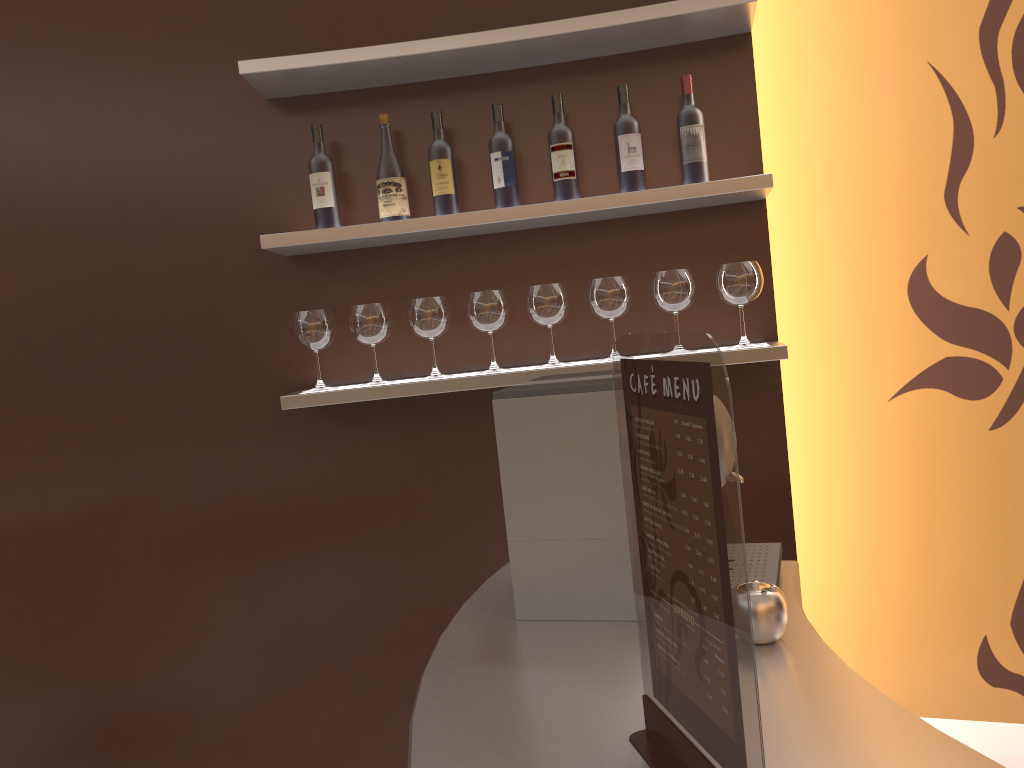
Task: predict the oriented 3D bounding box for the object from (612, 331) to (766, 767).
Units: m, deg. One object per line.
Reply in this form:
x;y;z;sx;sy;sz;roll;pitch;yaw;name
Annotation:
0.148;0.161;0.784;0.052;0.414;0.258;-7;4;-12;object

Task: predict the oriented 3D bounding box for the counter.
1.179;0.834;0.483;2.917;1.100;1.586;-5;4;19;counter

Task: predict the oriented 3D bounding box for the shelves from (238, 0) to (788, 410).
1.571;-0.581;1.749;4.744;0.902;0.586;-5;4;21;shelves

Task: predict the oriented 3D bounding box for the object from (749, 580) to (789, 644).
0.315;0.289;1.135;0.075;0.077;0.075;-4;5;33;object

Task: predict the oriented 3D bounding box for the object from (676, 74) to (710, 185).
0.469;-0.654;2.314;0.073;0.297;0.073;-7;4;-16;object

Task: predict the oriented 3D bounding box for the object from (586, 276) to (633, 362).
0.268;-0.175;2.387;0.125;0.221;0.125;-6;4;-1;object

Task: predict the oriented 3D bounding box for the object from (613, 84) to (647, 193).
0.307;-0.639;2.343;0.073;0.297;0.073;-8;4;-29;object

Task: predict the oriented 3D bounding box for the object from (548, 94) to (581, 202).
0.135;-0.622;2.369;0.073;0.297;0.073;-7;4;-16;object

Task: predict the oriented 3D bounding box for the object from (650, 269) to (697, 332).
0.436;-0.191;2.363;0.125;0.221;0.125;-6;4;-1;object

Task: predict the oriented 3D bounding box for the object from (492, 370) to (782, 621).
0.206;0.152;1.365;0.373;0.340;0.270;-5;4;19;object

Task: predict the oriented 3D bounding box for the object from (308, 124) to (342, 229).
-0.513;-0.555;2.411;0.073;0.297;0.073;-7;4;-16;object

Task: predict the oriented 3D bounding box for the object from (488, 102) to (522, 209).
-0.024;-0.607;2.391;0.073;0.297;0.073;-7;4;-16;object

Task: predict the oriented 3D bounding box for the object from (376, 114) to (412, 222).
-0.332;-0.581;2.421;0.086;0.303;0.086;-3;5;43;object

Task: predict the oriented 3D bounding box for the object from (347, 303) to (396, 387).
-0.384;-0.109;2.448;0.125;0.221;0.125;-6;4;-1;object

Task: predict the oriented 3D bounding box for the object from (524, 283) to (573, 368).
0.103;-0.158;2.409;0.125;0.221;0.125;-6;4;-1;object

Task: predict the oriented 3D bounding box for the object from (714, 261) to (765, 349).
0.600;-0.206;2.325;0.125;0.221;0.125;-6;4;-1;object

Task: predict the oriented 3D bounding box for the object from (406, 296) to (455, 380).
-0.221;-0.126;2.439;0.125;0.221;0.125;-6;4;-1;object

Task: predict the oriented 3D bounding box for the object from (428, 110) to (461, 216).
-0.189;-0.590;2.408;0.073;0.297;0.073;-4;5;33;object

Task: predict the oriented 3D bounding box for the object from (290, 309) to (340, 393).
-0.541;-0.092;2.452;0.125;0.221;0.125;-6;4;-1;object

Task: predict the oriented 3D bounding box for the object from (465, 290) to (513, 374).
-0.059;-0.142;2.424;0.125;0.221;0.125;-6;4;-1;object
